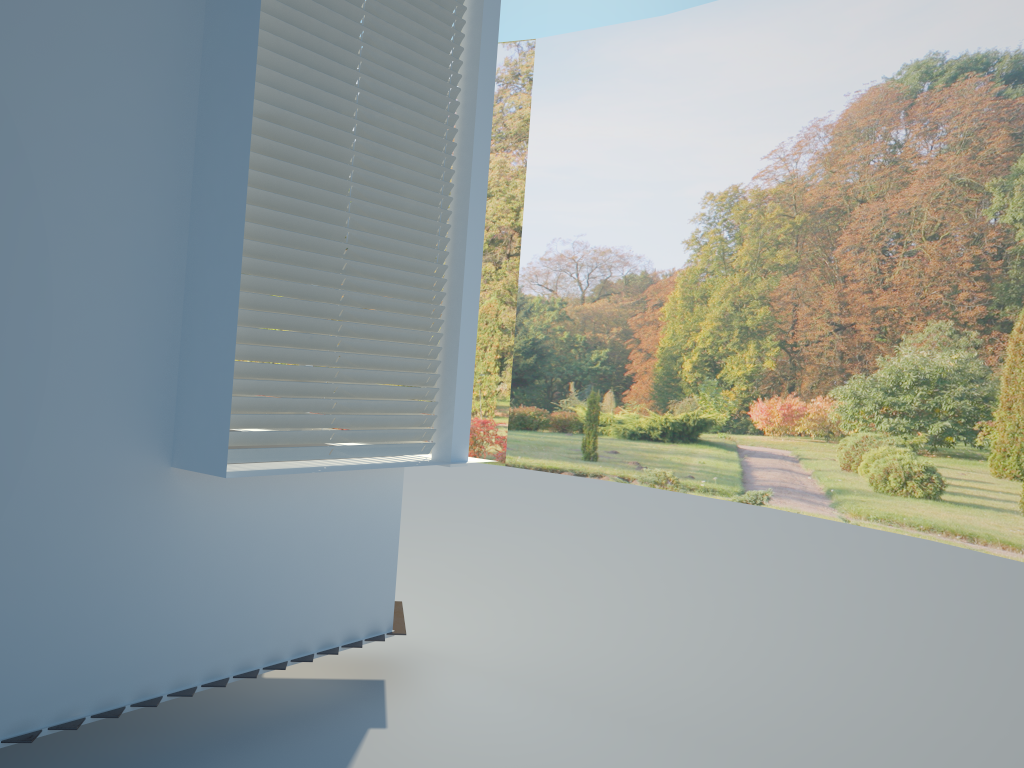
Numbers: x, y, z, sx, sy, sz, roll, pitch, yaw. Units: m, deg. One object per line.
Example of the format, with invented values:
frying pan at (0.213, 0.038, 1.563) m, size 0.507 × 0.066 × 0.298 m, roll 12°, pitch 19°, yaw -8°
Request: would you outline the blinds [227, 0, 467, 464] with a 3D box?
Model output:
blinds at (-1.507, -1.909, 4.919) m, size 1.219 × 4.266 × 3.920 m, roll 4°, pitch 0°, yaw -35°
